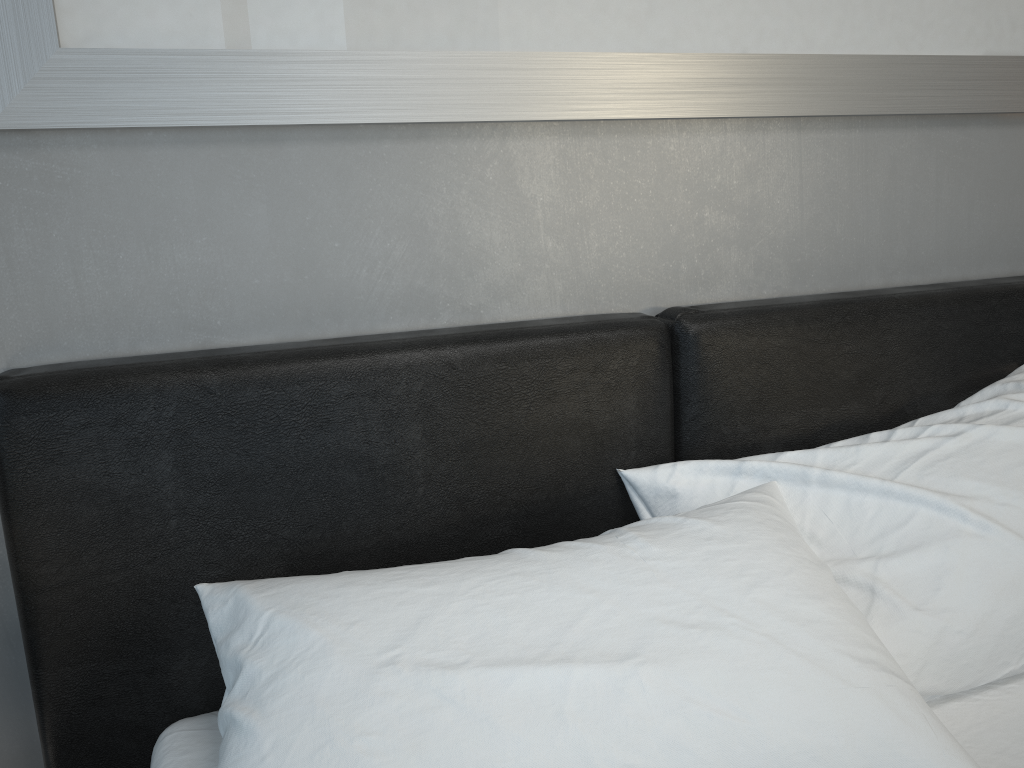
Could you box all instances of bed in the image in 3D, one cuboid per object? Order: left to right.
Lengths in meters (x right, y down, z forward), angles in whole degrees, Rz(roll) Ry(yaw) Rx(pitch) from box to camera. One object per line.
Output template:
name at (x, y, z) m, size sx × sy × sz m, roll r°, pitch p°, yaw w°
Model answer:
bed at (0.650, 0.553, 0.368) m, size 2.753 × 0.938 × 2.606 m, roll -7°, pitch 12°, yaw -18°

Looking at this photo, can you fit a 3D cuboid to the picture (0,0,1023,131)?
picture at (0.170, -1.096, 1.219) m, size 1.799 × 1.407 × 0.025 m, roll -7°, pitch 13°, yaw -18°
